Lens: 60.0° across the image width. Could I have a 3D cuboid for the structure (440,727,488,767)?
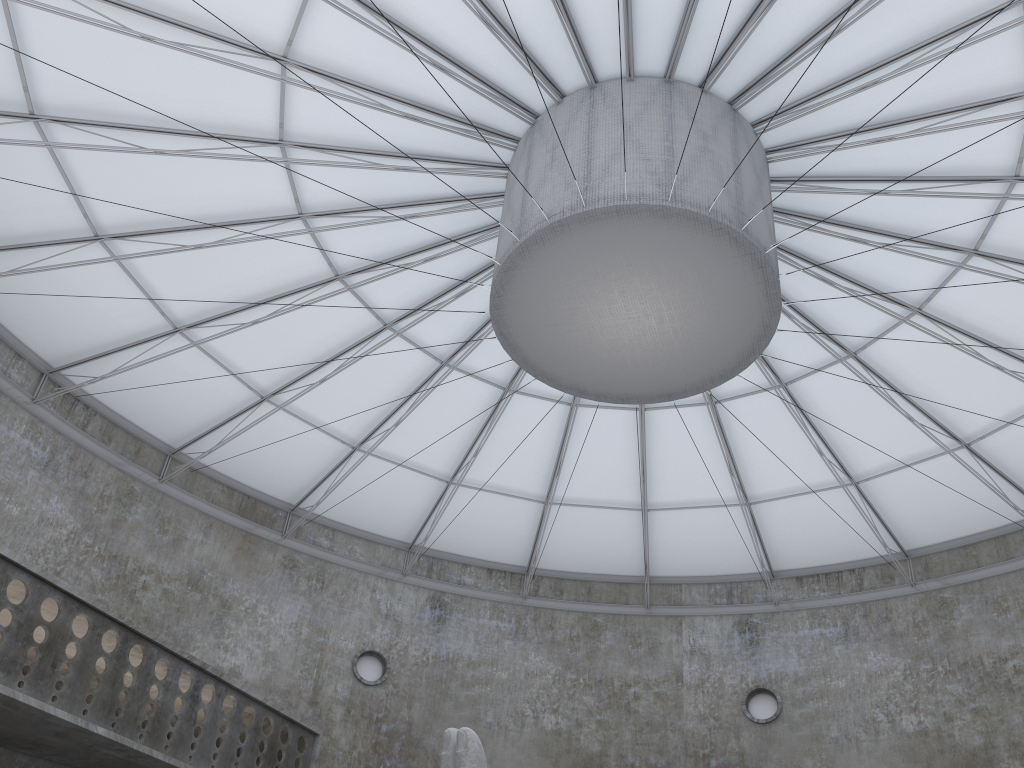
[{"bbox_3d":[3.754,8.094,12.892,10.778,5.550,15.994,16,-37,-13],"label":"structure"}]
